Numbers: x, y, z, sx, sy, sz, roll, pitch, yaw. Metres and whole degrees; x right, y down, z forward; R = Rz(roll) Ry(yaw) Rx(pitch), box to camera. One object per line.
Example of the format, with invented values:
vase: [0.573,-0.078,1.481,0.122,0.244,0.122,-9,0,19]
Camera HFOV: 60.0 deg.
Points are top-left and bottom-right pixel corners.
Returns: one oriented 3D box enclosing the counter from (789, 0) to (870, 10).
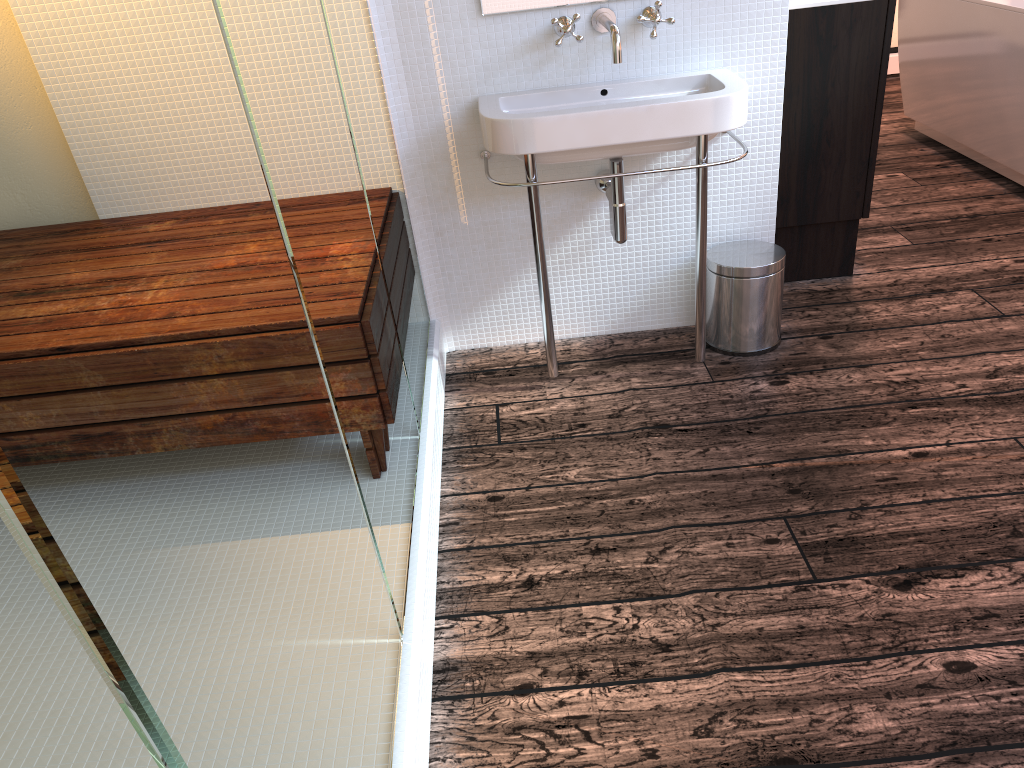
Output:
counter: [0.900,-1.532,3.304,0.442,0.301,1.822,-7,32,1]

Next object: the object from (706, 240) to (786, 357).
object: [0.670,-0.276,2.561,0.221,0.312,0.220,-27,37,-28]

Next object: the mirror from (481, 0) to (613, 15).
mirror: [0.156,-1.596,1.845,0.604,1.300,0.011,-7,33,1]

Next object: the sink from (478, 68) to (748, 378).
sink: [0.283,-0.456,2.388,0.681,0.799,0.340,-7,32,1]

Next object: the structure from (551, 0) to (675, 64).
structure: [0.244,-0.945,2.135,0.298,0.124,0.232,-7,32,1]

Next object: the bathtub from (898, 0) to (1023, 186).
bathtub: [2.265,-1.305,3.451,0.799,0.706,2.176,-7,32,1]

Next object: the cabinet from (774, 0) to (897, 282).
cabinet: [0.907,-1.251,3.484,0.386,0.939,1.822,-7,32,1]
